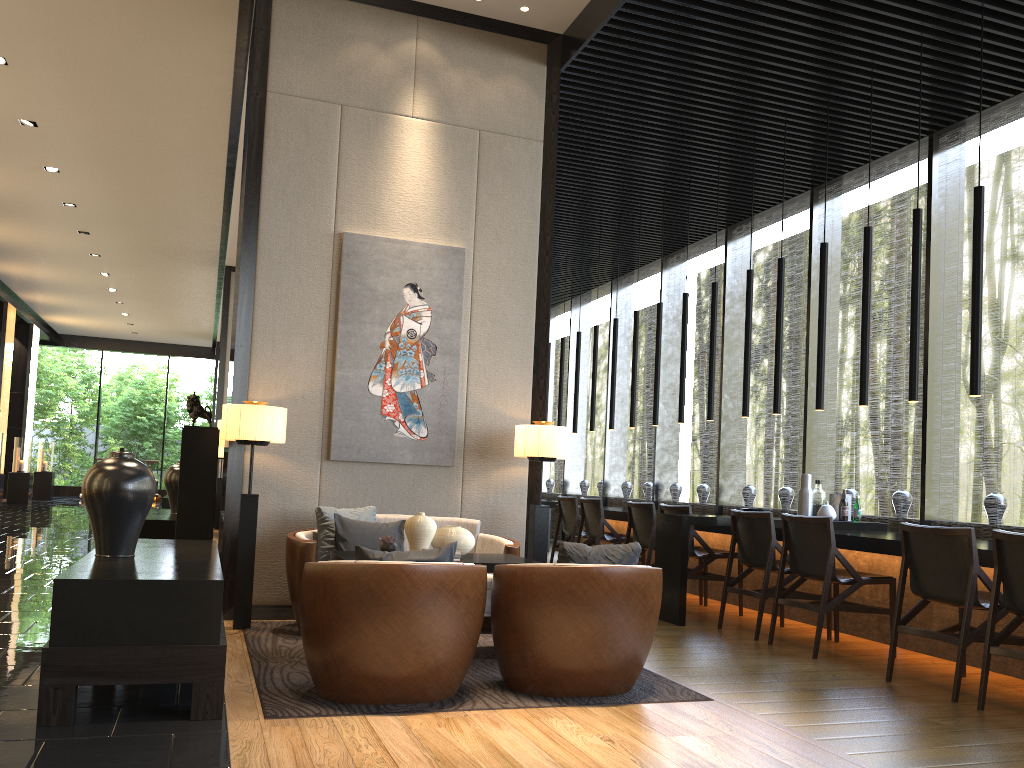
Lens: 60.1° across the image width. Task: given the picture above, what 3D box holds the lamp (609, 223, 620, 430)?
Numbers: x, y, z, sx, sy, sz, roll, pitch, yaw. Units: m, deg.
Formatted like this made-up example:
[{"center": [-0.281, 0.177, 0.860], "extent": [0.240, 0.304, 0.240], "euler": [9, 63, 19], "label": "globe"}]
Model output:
[{"center": [1.174, -0.686, 10.012], "extent": [0.060, 2.412, 0.060], "euler": [4, -3, -24], "label": "lamp"}]

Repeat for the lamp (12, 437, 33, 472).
[{"center": [-10.338, 1.495, 18.700], "extent": [0.337, 0.727, 0.337], "euler": [4, -4, -17], "label": "lamp"}]

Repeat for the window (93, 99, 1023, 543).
[{"center": [-3.798, -0.201, 10.415], "extent": [12.069, 4.212, 31.978], "euler": [5, -7, -19], "label": "window"}]

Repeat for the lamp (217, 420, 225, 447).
[{"center": [-2.173, 0.956, 7.004], "extent": [0.375, 1.315, 0.376], "euler": [1, -4, 25], "label": "lamp"}]

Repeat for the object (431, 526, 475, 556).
[{"center": [-0.323, 0.858, 4.820], "extent": [0.245, 0.167, 0.246], "euler": [4, -5, -16], "label": "object"}]

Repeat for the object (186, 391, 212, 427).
[{"center": [-2.144, 0.177, 6.073], "extent": [0.176, 0.245, 0.116], "euler": [4, -4, -19], "label": "object"}]

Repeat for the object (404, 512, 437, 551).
[{"center": [-0.488, 0.800, 4.704], "extent": [0.171, 0.235, 0.172], "euler": [1, -4, 16], "label": "object"}]

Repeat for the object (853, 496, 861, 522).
[{"center": [2.619, 0.946, 6.714], "extent": [0.056, 0.196, 0.056], "euler": [4, -3, -17], "label": "object"}]

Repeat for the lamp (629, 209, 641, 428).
[{"center": [1.342, -0.732, 9.532], "extent": [0.060, 2.412, 0.060], "euler": [4, -3, -24], "label": "lamp"}]

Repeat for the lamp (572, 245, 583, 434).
[{"center": [0.832, -0.593, 10.992], "extent": [0.060, 2.412, 0.060], "euler": [4, -3, -24], "label": "lamp"}]

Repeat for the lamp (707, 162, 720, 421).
[{"center": [1.851, -0.870, 8.077], "extent": [0.060, 2.412, 0.060], "euler": [4, -3, -24], "label": "lamp"}]

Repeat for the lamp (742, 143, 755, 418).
[{"center": [2.033, -0.919, 7.557], "extent": [0.060, 2.412, 0.060], "euler": [4, -3, -24], "label": "lamp"}]

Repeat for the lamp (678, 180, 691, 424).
[{"center": [1.681, -0.824, 8.564], "extent": [0.060, 2.412, 0.060], "euler": [4, -3, -24], "label": "lamp"}]

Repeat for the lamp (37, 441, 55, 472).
[{"center": [-11.307, 1.758, 21.471], "extent": [0.337, 0.727, 0.337], "euler": [5, -4, -32], "label": "lamp"}]

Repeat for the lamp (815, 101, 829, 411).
[{"center": [2.347, -1.004, 6.657], "extent": [0.060, 2.412, 0.060], "euler": [4, -3, -24], "label": "lamp"}]

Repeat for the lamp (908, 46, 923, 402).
[{"center": [2.651, -1.087, 5.787], "extent": [0.060, 2.412, 0.060], "euler": [4, -3, -24], "label": "lamp"}]

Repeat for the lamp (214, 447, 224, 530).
[{"center": [-4.521, 1.577, 13.721], "extent": [0.375, 1.346, 0.376], "euler": [3, -3, 0], "label": "lamp"}]

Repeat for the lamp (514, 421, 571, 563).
[{"center": [0.180, 0.928, 5.908], "extent": [0.375, 1.346, 0.376], "euler": [2, -3, 10], "label": "lamp"}]

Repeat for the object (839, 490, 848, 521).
[{"center": [2.518, 0.922, 6.721], "extent": [0.067, 0.237, 0.067], "euler": [4, -4, -25], "label": "object"}]

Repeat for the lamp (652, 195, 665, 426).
[{"center": [1.511, -0.778, 9.049], "extent": [0.060, 2.412, 0.060], "euler": [4, -3, -24], "label": "lamp"}]

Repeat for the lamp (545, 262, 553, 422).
[{"center": [0.495, -0.502, 11.955], "extent": [0.060, 2.412, 0.060], "euler": [4, -3, -24], "label": "lamp"}]

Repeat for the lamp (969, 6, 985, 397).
[{"center": [2.811, -1.130, 5.330], "extent": [0.060, 2.412, 0.060], "euler": [4, -3, -24], "label": "lamp"}]

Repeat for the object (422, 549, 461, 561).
[{"center": [-0.367, 0.886, 4.596], "extent": [0.174, 0.051, 0.138], "euler": [5, -6, -23], "label": "object"}]

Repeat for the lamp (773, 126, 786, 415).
[{"center": [2.175, -0.958, 7.150], "extent": [0.060, 2.412, 0.060], "euler": [4, -3, -24], "label": "lamp"}]

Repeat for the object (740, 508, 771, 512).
[{"center": [1.812, 0.962, 6.580], "extent": [0.227, 0.067, 0.228], "euler": [4, -6, -16], "label": "object"}]

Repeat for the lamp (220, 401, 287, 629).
[{"center": [-1.576, 0.780, 5.298], "extent": [0.375, 1.343, 0.376], "euler": [1, -4, 32], "label": "lamp"}]

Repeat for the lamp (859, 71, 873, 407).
[{"center": [2.501, -1.046, 6.218], "extent": [0.060, 2.412, 0.060], "euler": [4, -3, -24], "label": "lamp"}]

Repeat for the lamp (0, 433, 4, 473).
[{"center": [-9.370, 1.232, 15.930], "extent": [0.337, 0.727, 0.337], "euler": [4, -4, -17], "label": "lamp"}]

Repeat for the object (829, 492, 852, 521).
[{"center": [2.538, 0.945, 6.845], "extent": [0.169, 0.218, 0.169], "euler": [5, -5, -24], "label": "object"}]

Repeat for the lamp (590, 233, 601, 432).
[{"center": [1.001, -0.639, 10.507], "extent": [0.060, 2.412, 0.060], "euler": [4, -3, -24], "label": "lamp"}]

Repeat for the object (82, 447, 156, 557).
[{"center": [-1.794, 0.536, 4.039], "extent": [0.311, 0.491, 0.312], "euler": [3, -4, 0], "label": "object"}]

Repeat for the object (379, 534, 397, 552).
[{"center": [-0.663, 0.858, 4.736], "extent": [0.091, 0.111, 0.092], "euler": [0, -5, 33], "label": "object"}]

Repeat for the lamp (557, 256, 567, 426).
[{"center": [0.662, -0.548, 11.476], "extent": [0.060, 2.412, 0.060], "euler": [4, -3, -24], "label": "lamp"}]
